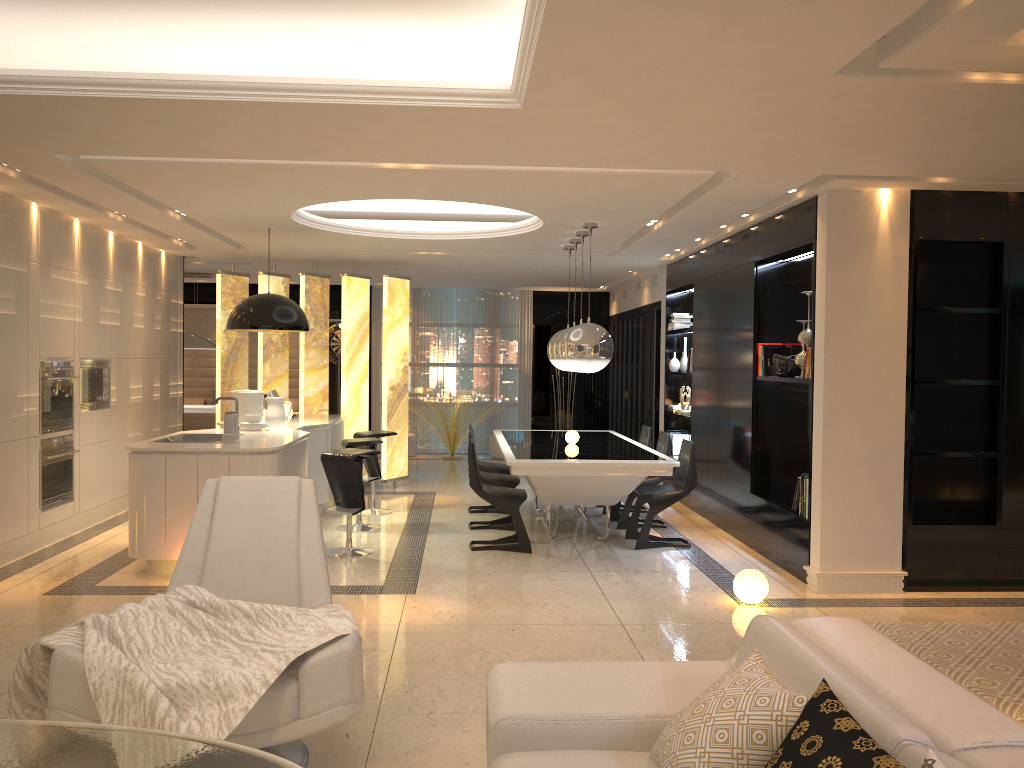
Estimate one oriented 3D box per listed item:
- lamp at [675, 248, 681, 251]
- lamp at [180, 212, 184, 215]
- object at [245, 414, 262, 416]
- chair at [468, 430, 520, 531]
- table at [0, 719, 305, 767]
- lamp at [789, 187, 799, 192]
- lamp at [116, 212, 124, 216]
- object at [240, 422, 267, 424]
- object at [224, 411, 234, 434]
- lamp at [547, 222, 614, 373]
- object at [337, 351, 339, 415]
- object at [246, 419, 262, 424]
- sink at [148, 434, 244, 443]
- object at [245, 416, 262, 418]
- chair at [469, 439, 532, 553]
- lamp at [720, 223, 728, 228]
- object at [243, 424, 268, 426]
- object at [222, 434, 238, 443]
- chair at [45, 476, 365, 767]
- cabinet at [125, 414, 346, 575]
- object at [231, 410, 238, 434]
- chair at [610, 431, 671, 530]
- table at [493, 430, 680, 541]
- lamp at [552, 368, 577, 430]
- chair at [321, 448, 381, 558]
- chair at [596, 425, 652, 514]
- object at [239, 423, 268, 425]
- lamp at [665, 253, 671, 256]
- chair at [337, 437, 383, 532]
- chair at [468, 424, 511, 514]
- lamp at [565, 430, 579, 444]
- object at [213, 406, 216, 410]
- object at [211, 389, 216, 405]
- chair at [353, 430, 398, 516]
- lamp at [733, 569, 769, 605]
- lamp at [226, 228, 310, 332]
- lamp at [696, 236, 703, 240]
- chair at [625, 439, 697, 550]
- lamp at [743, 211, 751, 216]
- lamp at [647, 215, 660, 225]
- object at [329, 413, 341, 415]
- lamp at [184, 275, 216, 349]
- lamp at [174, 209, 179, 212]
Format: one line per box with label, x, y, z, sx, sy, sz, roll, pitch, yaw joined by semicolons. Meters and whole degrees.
lamp;1.712;-1.450;9.235;0.107;0.127;0.107;0;2;-22
lamp;-2.688;-1.456;7.317;0.107;0.127;0.107;0;2;-22
object;-2.162;0.284;7.424;0.138;0.051;0.138;2;2;45
chair;-0.145;0.856;7.957;0.496;0.858;0.523;1;1;-3
table;-1.426;1.127;1.717;2.140;0.565;0.999;1;1;-4
lamp;1.892;-1.366;6.014;0.107;0.127;0.107;0;2;-22
lamp;-3.213;-1.463;7.333;0.107;0.127;0.270;1;1;-3
object;-2.163;0.333;7.425;0.229;0.016;0.229;1;2;27
object;-2.033;0.305;6.367;0.071;0.219;0.071;0;1;-12
lamp;0.595;-0.721;7.988;0.408;1.226;1.827;1;1;-3
object;-2.645;0.308;13.492;0.026;1.605;0.027;2;2;35
object;-2.162;0.313;7.425;0.138;0.051;0.138;2;2;45
sink;-2.334;0.477;6.609;0.485;0.152;0.738;1;1;-3
object;-2.162;0.296;7.424;0.138;0.051;0.138;2;2;45
chair;-0.097;0.878;7.092;0.496;0.858;0.523;1;1;-3
lamp;1.803;-1.408;7.612;0.107;0.127;0.107;0;2;-22
object;-2.163;0.347;7.425;0.229;0.016;0.229;1;2;27
object;-1.998;0.386;6.286;0.111;0.062;0.111;1;2;18
chair;-1.045;0.894;3.363;1.027;0.991;0.983;1;1;-4
cabinet;-2.207;0.821;7.773;1.046;0.887;3.752;1;1;-3
object;-2.038;0.303;6.474;0.071;0.219;0.071;0;2;-27
chair;1.172;0.868;8.137;0.496;0.858;0.523;1;1;-3
table;0.518;0.912;8.001;1.293;0.759;3.031;1;1;-3
lamp;0.826;0.241;14.048;0.418;1.801;0.200;1;1;-3
chair;-1.250;0.905;6.815;0.380;0.789;0.380;2;2;29
chair;1.127;0.847;8.942;0.496;0.858;0.523;1;1;-3
object;-2.163;0.337;7.425;0.229;0.016;0.229;1;2;27
lamp;1.687;-1.462;9.683;0.107;0.127;0.107;0;2;-22
chair;-1.346;0.879;7.814;0.380;0.789;0.380;0;2;-21
chair;-0.193;0.834;8.805;0.496;0.858;0.523;1;1;-3
lamp;0.536;0.472;7.898;0.125;0.125;0.125;-1;2;-43
object;-4.050;0.333;12.089;0.057;0.057;0.057;0;2;-33
object;-4.912;0.334;14.894;0.247;0.522;0.124;1;1;-3
chair;-1.352;0.857;8.648;0.380;0.789;0.380;0;2;-36
lamp;1.485;1.260;5.517;0.212;0.214;0.213;2;2;36
lamp;-2.128;-0.914;7.762;0.710;0.898;0.710;1;1;7
lamp;1.758;-1.429;8.424;0.107;0.127;0.107;0;2;-22
chair;1.219;0.890;7.289;0.496;0.858;0.523;1;1;-3
lamp;1.836;-1.392;7.016;0.107;0.127;0.107;0;2;-22
lamp;1.168;-1.412;7.451;0.107;0.127;0.271;1;1;-3
object;-2.662;0.605;13.718;0.330;0.297;0.032;1;1;-3
lamp;-4.680;-0.978;12.032;1.578;0.995;0.939;1;1;-3
lamp;-2.679;-1.452;7.154;0.107;0.127;0.107;0;2;-22
